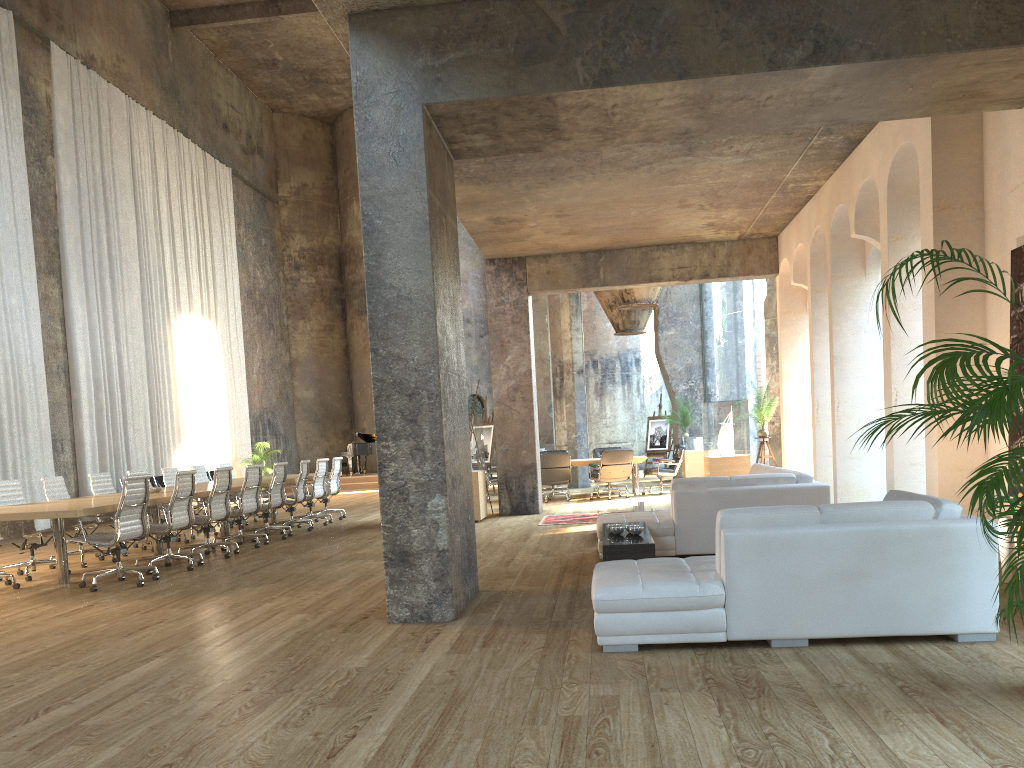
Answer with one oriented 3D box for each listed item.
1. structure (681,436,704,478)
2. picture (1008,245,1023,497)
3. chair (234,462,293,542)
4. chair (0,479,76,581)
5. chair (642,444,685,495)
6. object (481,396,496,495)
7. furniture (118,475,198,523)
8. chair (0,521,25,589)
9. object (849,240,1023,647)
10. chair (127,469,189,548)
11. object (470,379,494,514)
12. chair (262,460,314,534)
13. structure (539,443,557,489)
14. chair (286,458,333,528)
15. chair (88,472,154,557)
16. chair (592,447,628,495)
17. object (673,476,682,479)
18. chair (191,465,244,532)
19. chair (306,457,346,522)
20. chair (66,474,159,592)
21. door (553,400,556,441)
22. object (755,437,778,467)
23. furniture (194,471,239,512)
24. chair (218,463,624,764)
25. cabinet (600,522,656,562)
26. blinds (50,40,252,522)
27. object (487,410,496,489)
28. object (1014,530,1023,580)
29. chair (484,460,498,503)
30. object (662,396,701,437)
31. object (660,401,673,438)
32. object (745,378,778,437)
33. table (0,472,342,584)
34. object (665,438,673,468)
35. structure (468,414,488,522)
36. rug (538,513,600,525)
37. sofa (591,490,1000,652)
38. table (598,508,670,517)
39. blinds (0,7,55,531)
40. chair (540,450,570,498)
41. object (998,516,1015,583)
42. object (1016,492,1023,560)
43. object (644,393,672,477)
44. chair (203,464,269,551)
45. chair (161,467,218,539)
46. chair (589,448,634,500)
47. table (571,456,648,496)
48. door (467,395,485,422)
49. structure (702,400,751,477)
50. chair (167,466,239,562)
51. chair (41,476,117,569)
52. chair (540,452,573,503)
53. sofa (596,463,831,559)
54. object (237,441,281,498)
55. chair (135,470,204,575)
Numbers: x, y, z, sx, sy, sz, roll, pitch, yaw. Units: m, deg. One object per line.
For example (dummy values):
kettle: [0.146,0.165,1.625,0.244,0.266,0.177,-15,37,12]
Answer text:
structure: [3.833,1.554,17.750,0.735,1.021,0.739,-3,1,6]
picture: [3.536,-0.111,5.622,0.069,1.781,1.495,-3,1,6]
chair: [-3.335,1.574,11.778,0.700,1.032,0.661,-3,2,11]
chair: [-5.001,1.504,9.181,0.700,1.032,0.661,-3,2,14]
chair: [2.778,1.579,16.229,0.821,0.898,0.726,-3,1,0]
object: [-0.621,1.329,18.803,0.702,2.161,0.679,-1,4,38]
furniture: [-6.641,2.161,16.753,0.709,0.845,1.865,-3,-2,6]
chair: [-5.061,1.453,8.320,0.700,1.032,0.661,-3,2,11]
object: [2.178,0.346,3.542,1.403,1.824,1.348,-3,1,12]
chair: [-4.734,1.655,11.830,0.700,1.032,0.661,-3,2,14]
object: [-0.685,1.013,13.716,0.685,2.161,0.696,-3,3,5]
chair: [-3.233,1.626,12.703,0.699,1.032,0.661,-3,2,5]
structure: [0.575,1.840,19.417,0.744,1.021,0.731,-3,1,6]
chair: [-3.153,1.675,13.553,0.700,1.032,0.661,-3,2,14]
chair: [-4.828,1.605,10.957,0.700,1.032,0.661,-3,2,11]
chair: [1.886,1.683,17.091,0.730,0.898,0.817,-3,1,7]
object: [3.799,1.642,18.768,0.571,0.978,0.654,-1,3,42]
chair: [-4.551,1.758,13.633,0.700,1.032,0.661,-3,2,9]
chair: [-3.099,1.726,14.415,0.700,1.032,0.661,-3,2,11]
chair: [-3.711,1.368,8.161,0.700,1.032,0.661,-3,2,12]
door: [1.151,1.501,27.422,0.110,2.649,0.902,-7,5,-42]
object: [3.887,1.323,13.767,0.655,0.979,0.570,-4,2,-30]
furniture: [-6.395,2.296,19.123,0.709,0.845,1.865,-3,-2,6]
chair: [-1.638,1.639,14.210,12.959,1.037,31.393,-4,-4,6]
cabinet: [0.902,1.366,7.006,0.396,0.371,1.556,-3,-3,6]
blinds: [-7.593,-1.583,19.699,0.275,8.697,7.789,-3,1,7]
object: [-0.531,1.442,20.689,0.685,2.161,0.695,-1,4,32]
object: [3.494,1.117,6.018,0.101,0.455,0.100,-1,4,31]
chair: [-0.244,1.769,16.570,0.821,0.898,0.726,-3,1,2]
object: [3.599,0.703,18.795,0.859,0.946,0.684,-3,1,9]
object: [3.873,0.841,21.233,0.689,0.945,0.854,-2,1,27]
object: [3.896,0.366,13.698,0.687,0.945,0.856,-3,1,-3]
table: [-4.104,1.727,11.449,1.602,0.762,7.687,-3,-4,6]
object: [3.979,1.789,21.270,0.658,0.979,0.567,-3,2,0]
structure: [-0.741,1.235,12.848,0.595,1.557,0.738,-3,3,6]
rug: [1.627,1.826,12.143,2.464,0.009,1.341,-4,-4,6]
sofa: [1.488,1.032,5.029,2.069,0.726,1.067,-3,-1,6]
table: [1.439,1.605,10.277,0.860,0.248,0.368,-4,-1,6]
blinds: [-8.484,-2.071,11.123,0.275,8.697,7.789,-3,1,7]
chair: [0.777,1.752,17.212,0.730,0.898,0.817,-3,1,13]
object: [3.350,1.122,5.956,0.101,0.455,0.100,-1,4,31]
object: [3.355,1.012,5.653,0.174,0.635,0.236,-4,3,-6]
object: [3.770,1.310,22.405,0.702,2.161,0.678,-1,4,35]
chair: [-3.429,1.524,10.905,0.700,1.032,0.661,-3,2,14]
chair: [-4.644,1.706,12.722,0.700,1.032,0.661,-3,2,11]
chair: [1.733,1.601,15.652,0.727,0.898,0.820,-4,1,-20]
table: [1.304,1.766,16.398,2.411,0.704,1.100,-4,-1,6]
door: [-1.205,1.480,27.673,0.897,2.312,0.091,-5,5,-36]
structure: [3.251,1.043,13.338,0.595,1.557,0.738,-3,3,6]
chair: [-3.518,1.473,10.013,0.700,1.032,0.661,-3,2,11]
chair: [-4.912,1.552,10.030,0.699,1.032,0.661,-3,2,5]
chair: [0.726,1.662,15.731,0.729,0.898,0.818,-3,1,0]
sofa: [1.920,1.268,9.199,2.065,0.725,2.918,-3,-3,6]
object: [-6.403,2.212,22.638,1.091,1.466,1.124,-3,1,-3]
chair: [-3.611,1.421,9.102,0.700,1.032,0.661,-3,2,9]
